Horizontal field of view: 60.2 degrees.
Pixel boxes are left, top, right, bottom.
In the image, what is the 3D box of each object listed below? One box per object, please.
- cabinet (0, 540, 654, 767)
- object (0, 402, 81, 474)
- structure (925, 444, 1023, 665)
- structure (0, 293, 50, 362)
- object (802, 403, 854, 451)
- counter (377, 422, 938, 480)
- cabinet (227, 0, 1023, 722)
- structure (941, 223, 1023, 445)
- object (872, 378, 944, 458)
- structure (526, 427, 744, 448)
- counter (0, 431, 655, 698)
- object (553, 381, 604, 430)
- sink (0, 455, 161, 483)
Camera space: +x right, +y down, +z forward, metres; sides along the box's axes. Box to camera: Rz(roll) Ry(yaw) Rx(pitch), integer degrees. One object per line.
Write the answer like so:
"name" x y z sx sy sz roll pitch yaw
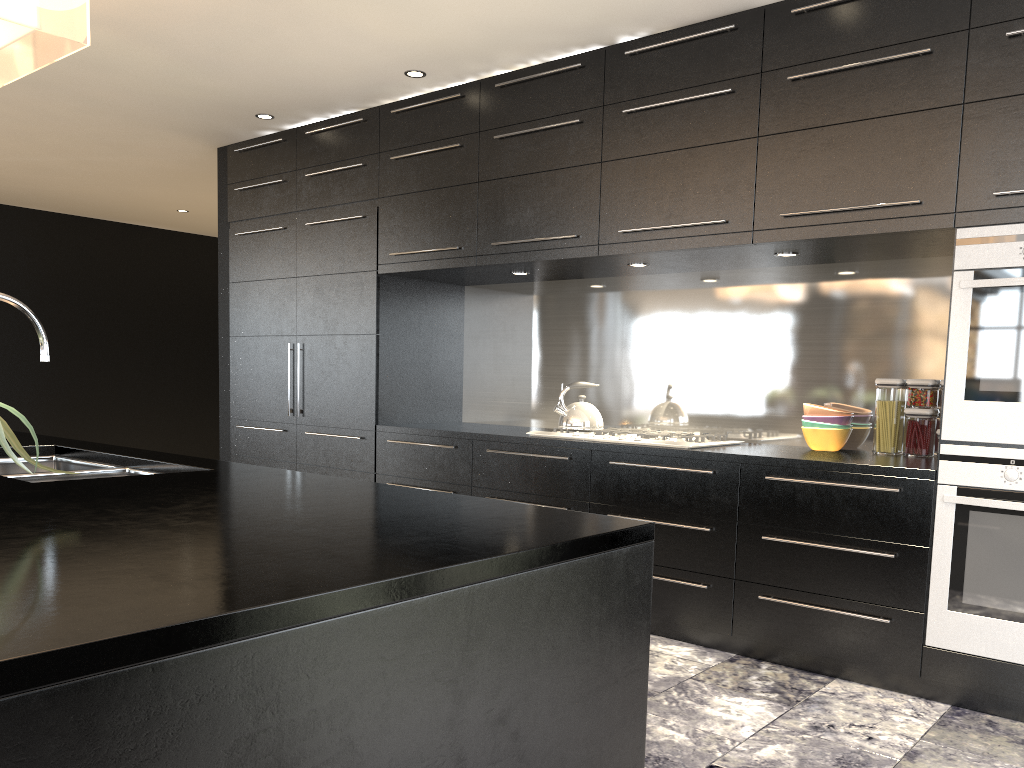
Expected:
"cabinet" -1.338 0.747 2.125 3.103 1.045 1.176 2 3 40
"object" -0.910 0.102 1.397 0.406 0.218 0.395 1 2 -25
"structure" 1.734 0.569 2.842 0.698 0.712 0.085 4 6 39
"structure" -1.139 0.287 2.303 2.767 1.026 0.653 2 4 39
"object" 1.368 0.189 3.830 0.204 0.207 0.184 4 4 41
"counter" 0.588 0.282 4.221 2.851 0.034 0.729 2 1 40
"cabinet" 0.585 -0.175 4.155 5.707 2.544 0.726 3 5 39
"structure" 1.753 -0.154 2.768 0.698 0.712 0.085 4 6 39
"object" 1.673 0.139 3.604 0.364 0.318 0.113 4 6 40
"structure" 0.576 0.258 4.204 0.897 0.067 0.519 2 1 40
"counter" -1.325 0.211 2.070 3.104 0.032 1.177 2 1 40
"object" 0.337 0.103 4.288 0.220 0.232 0.220 4 4 32
"sink" -1.207 0.308 2.291 0.919 0.161 0.460 2 1 40
